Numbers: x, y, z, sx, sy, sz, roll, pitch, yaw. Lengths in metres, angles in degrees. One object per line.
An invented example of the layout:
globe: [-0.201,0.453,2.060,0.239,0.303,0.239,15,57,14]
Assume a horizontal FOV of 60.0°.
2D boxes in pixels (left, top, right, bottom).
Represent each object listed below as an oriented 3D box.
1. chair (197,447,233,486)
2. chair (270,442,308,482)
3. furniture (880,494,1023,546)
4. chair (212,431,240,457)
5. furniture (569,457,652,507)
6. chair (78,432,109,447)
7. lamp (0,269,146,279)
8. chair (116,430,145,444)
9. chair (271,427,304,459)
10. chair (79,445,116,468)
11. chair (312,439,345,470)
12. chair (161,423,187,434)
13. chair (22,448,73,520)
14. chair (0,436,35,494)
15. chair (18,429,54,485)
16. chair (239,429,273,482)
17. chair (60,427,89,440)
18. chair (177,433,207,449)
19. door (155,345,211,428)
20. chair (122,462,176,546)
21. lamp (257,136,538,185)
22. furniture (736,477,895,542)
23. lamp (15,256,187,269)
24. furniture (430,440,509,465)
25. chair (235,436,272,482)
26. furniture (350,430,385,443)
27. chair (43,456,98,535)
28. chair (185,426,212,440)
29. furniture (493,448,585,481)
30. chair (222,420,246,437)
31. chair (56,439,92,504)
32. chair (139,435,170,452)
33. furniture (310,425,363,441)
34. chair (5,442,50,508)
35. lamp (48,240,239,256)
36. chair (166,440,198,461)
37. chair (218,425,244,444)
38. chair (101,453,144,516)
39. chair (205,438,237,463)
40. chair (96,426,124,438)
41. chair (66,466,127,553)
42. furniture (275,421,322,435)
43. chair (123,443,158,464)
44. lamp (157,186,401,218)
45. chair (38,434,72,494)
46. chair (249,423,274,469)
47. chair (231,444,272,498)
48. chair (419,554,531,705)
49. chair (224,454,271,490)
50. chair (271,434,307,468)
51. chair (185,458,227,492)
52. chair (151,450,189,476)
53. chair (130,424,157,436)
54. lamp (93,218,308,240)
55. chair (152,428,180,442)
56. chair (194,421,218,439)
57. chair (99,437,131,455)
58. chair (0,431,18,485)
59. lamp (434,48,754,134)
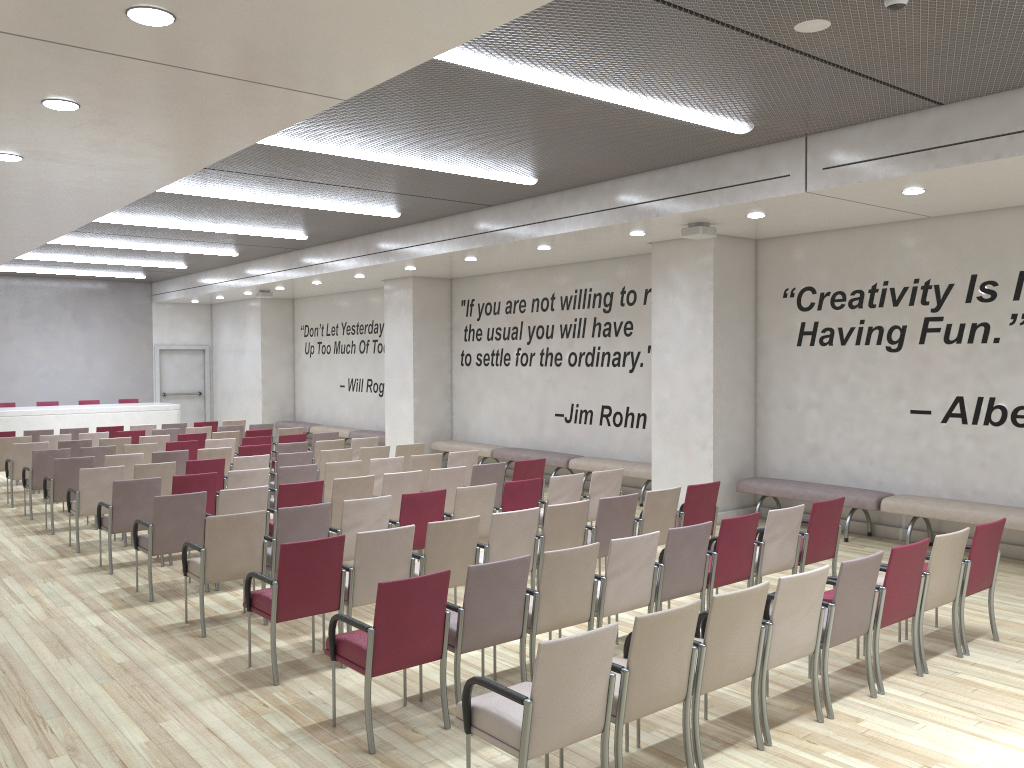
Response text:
chair: [-3.998,1.261,11.646,0.513,0.890,0.640,-2,2,-39]
chair: [-3.162,1.237,12.335,0.513,0.890,0.640,-2,2,-39]
furniture: [4.644,1.467,8.842,0.530,0.550,1.833,-2,2,-39]
chair: [-4.698,1.190,14.255,0.513,0.890,0.640,-2,2,-39]
furniture: [1.582,1.373,12.649,0.530,0.550,1.833,-2,2,-39]
chair: [-6.756,1.202,14.184,0.513,0.890,0.640,-2,2,-40]
lamp: [-9.972,-2.482,19.947,3.304,0.045,0.198,-2,2,-39]
chair: [-6.321,1.190,14.537,0.513,0.890,0.640,-2,2,-39]
chair: [-3.843,1.166,14.940,0.513,0.890,0.640,-2,2,-39]
chair: [-5.632,1.262,11.921,0.513,0.890,0.640,-2,2,-39]
chair: [-2.727,1.226,12.674,0.513,0.890,0.640,-2,2,-39]
chair: [-6.234,1.143,16.164,0.513,0.890,0.640,-2,2,-38]
chair: [-6.069,1.274,11.578,0.513,0.890,0.640,-2,2,-39]
chair: [-7.608,1.226,13.498,0.513,0.890,0.640,-2,2,-39]
chair: [-7.944,1.191,14.794,0.513,0.890,0.640,-2,2,-39]
chair: [-4.273,1.178,14.598,0.513,0.890,0.640,-2,2,-39]
chair: [-7.528,1.178,15.144,0.513,0.890,0.640,-2,2,-38]
chair: [-5.109,1.202,13.911,0.513,0.890,0.640,-2,2,-40]
door: [-8.649,0.195,23.263,1.400,2.400,0.200,-2,2,-39]
chair: [-4.101,1.309,9.995,0.513,0.890,0.640,-2,2,-39]
lamp: [-1.060,-2.208,8.864,3.304,0.045,0.198,-2,2,-39]
furniture: [3.479,1.431,10.290,0.530,0.550,1.833,-2,2,-39]
lamp: [-8.186,-2.427,17.725,3.304,0.045,0.198,-2,2,-39]
furniture: [-0.744,1.301,15.542,0.530,0.550,1.833,-2,2,-39]
chair: [-3.925,1.214,13.285,0.513,0.890,0.640,-2,2,-38]
furniture: [-2.632,1.243,17.889,0.530,0.550,1.833,-2,2,-39]
chair: [-5.295,1.297,10.625,0.513,0.890,0.640,-2,2,-38]
chair: [-5.470,1.166,15.217,0.513,0.890,0.640,-2,2,-39]
furniture: [0.420,1.337,14.094,0.530,0.550,1.833,-2,2,-39]
chair: [-5.377,1.119,16.849,0.513,0.890,0.640,-2,2,-38]
chair: [-6.403,1.238,12.874,0.513,0.890,0.640,-2,2,-39]
chair: [-5.543,1.214,13.564,0.513,0.890,0.640,-2,2,-38]
furniture: [-3.794,1.208,19.334,0.530,0.550,1.833,-2,2,-39]
chair: [-6.835,1.250,12.524,0.513,0.890,0.640,-2,2,-38]
lamp: [-6.427,-2.373,15.538,3.304,0.045,0.198,-2,2,-39]
chair: [-4.781,1.237,12.618,0.513,0.890,0.640,-2,2,-39]
chair: [-5.025,1.154,15.556,0.513,0.890,0.640,-2,2,-39]
chair: [-4.860,1.286,10.955,0.513,0.890,0.640,-2,2,-38]
chair: [-4.354,1.226,12.951,0.513,0.890,0.640,-2,2,-39]
chair: [-7.089,1.166,15.485,0.513,0.890,0.640,-2,2,-39]
chair: [-4.526,1.321,9.656,0.513,0.890,0.640,-2,2,-38]
furniture: [-4.959,1.172,20.782,0.530,0.550,1.833,-2,2,-39]
chair: [-5.210,1.250,12.262,0.513,0.890,0.640,-2,2,-39]
lamp: [-2.854,-2.263,11.095,3.304,0.045,0.198,-2,2,-39]
chair: [-7.173,1.214,13.833,0.513,0.890,0.640,-2,2,-39]
chair: [-4.596,1.142,15.898,0.513,0.890,0.640,-2,2,-38]
chair: [-3.587,1.249,12.001,0.513,0.890,0.640,-2,2,-39]
chair: [-0.243,1.427,5.223,0.513,0.890,0.640,-2,2,-39]
chair: [-3.247,1.285,10.694,0.513,0.890,0.640,-2,2,-39]
chair: [-3.488,1.201,13.649,0.513,0.890,0.640,-2,2,-39]
chair: [-3.665,1.297,10.343,0.513,0.890,0.640,-2,2,-39]
chair: [-4.433,1.274,11.300,0.513,0.890,0.640,-2,2,-38]
chair: [-6.658,1.154,15.836,0.513,0.890,0.640,-2,2,-38]
lamp: [-4.621,-2.318,13.292,3.304,0.045,0.198,-2,2,-39]
chair: [-5.885,1.178,14.868,0.513,0.890,0.640,-2,2,-38]
chair: [-5.796,1.130,16.519,0.513,0.890,0.640,-2,2,-39]
chair: [-5.988,1.226,13.222,0.513,0.890,0.640,-2,2,-40]
chair: [-8.381,1.203,14.442,0.513,0.890,0.640,-2,2,-39]
lamp: [0.725,-2.153,6.644,3.304,0.045,0.198,-2,2,-39]
